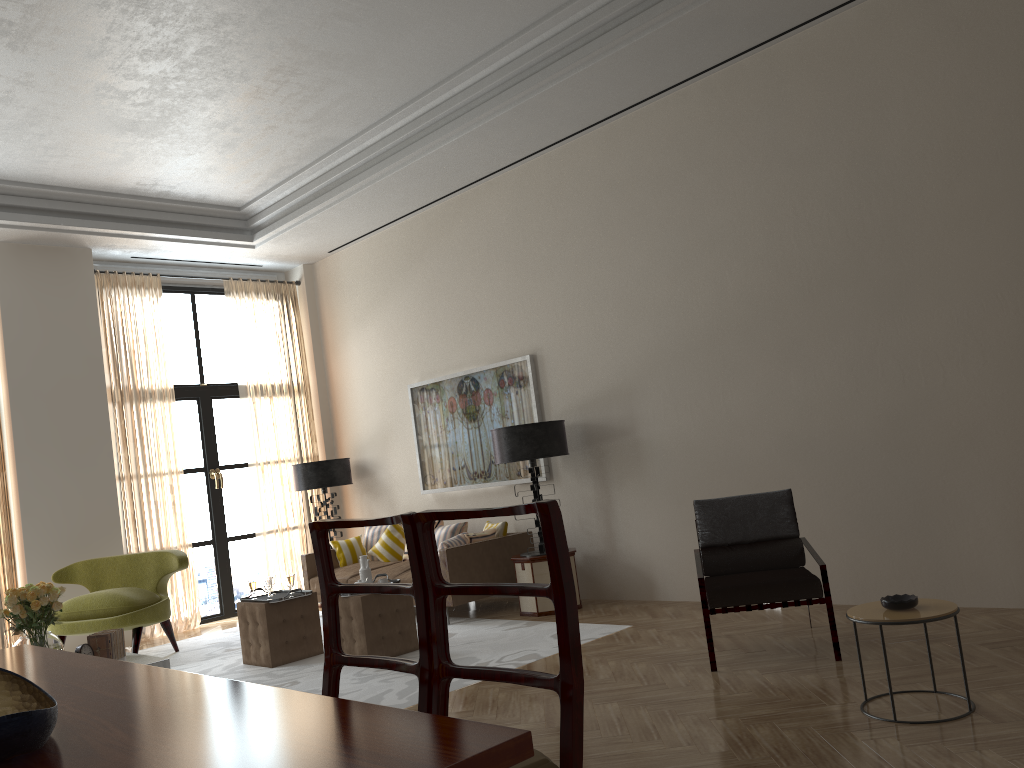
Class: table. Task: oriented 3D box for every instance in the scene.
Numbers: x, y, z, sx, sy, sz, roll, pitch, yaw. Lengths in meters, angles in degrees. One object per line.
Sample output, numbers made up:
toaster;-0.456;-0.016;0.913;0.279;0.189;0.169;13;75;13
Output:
table;2.192;1.515;4.896;0.584;0.546;0.585;-7;-4;-5
table;-4.028;2.693;7.655;1.582;0.342;1.504;-3;-7;-45
table;-1.840;1.617;2.692;1.798;1.025;3.811;-3;-7;-45

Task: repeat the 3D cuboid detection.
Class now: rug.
rug;-2.831;2.725;8.242;5.513;0.065;5.748;-3;-7;-45

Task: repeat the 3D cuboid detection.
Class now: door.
door;-4.279;0.951;12.639;3.083;4.759;0.240;-4;-5;-45

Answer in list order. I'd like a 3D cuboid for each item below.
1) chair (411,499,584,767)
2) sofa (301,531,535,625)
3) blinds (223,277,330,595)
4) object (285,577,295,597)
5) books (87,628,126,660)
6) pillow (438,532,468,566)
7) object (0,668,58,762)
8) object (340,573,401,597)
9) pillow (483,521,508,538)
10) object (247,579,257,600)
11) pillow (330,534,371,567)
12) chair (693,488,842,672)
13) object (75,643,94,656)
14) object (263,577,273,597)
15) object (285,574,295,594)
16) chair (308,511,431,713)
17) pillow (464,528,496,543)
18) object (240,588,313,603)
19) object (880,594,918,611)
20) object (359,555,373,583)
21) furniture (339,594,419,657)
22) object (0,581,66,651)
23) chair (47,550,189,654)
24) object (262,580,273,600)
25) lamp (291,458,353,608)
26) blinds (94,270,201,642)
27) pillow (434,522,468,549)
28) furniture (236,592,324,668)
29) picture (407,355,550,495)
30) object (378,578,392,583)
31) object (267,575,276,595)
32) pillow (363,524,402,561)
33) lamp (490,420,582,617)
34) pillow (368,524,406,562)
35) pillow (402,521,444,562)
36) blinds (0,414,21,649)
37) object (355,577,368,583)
chair;-0.252;1.140;2.530;0.877;1.503;0.658;-4;-5;-45
sofa;-1.217;2.384;10.959;1.350;0.818;2.988;-3;-7;-45
blinds;-3.452;0.874;13.144;1.240;4.865;0.419;-4;-5;-43
object;-2.159;1.985;8.652;0.098;0.191;0.098;-4;-5;-45
books;-3.680;2.378;8.047;0.210;0.264;0.282;-8;-4;5
pillow;-0.689;1.903;9.909;0.327;0.427;0.498;-10;-5;33
object;-1.510;0.957;2.565;0.330;0.164;1.087;-4;-6;-34
object;-1.342;1.903;8.414;0.441;0.101;0.721;-8;-5;9
pillow;-0.232;1.861;10.438;0.296;0.475;0.517;-6;-5;-23
object;-2.601;2.068;8.914;0.098;0.191;0.098;-10;-4;28
pillow;-2.145;2.254;11.841;0.482;0.432;0.319;-5;-5;-35
chair;1.846;1.421;6.689;0.878;1.133;1.136;-8;-4;10
object;-3.765;2.394;7.812;0.082;0.208;0.205;-8;-4;6
object;-2.453;2.052;8.960;0.098;0.191;0.098;-4;-5;-45
object;-2.233;2.024;8.969;0.098;0.191;0.098;-6;-4;-19
chair;-0.708;1.242;2.982;0.877;1.503;0.658;-4;-5;-45
pillow;-0.404;1.889;10.139;0.304;0.411;0.464;-11;-6;43
object;-2.357;2.088;8.842;0.490;0.091;0.804;-3;-7;-45
object;2.150;1.214;4.916;0.192;0.063;0.193;-6;-5;-22
object;-1.422;1.818;8.595;0.113;0.304;0.126;-7;-4;-8
furniture;-1.317;2.257;8.374;0.613;0.615;0.615;-3;-6;-45
object;-4.077;2.123;7.634;0.628;0.820;0.539;-11;-5;41
chair;-4.445;2.538;9.801;1.792;1.211;1.030;-9;-4;13
object;-2.379;2.014;8.651;0.098;0.191;0.098;-6;-4;-19
lamp;-2.614;2.113;12.687;0.829;2.015;0.832;-4;-5;-40
blinds;-4.858;0.936;11.759;0.959;4.865;0.420;-4;-5;-43
pillow;-0.822;2.031;11.059;0.661;0.564;0.370;-11;-6;40
furniture;-2.310;2.431;8.828;0.613;0.615;0.615;-3;-6;-45
picture;-0.478;0.565;11.104;2.273;1.478;0.080;-12;-6;44
object;-1.230;1.904;8.509;0.176;0.067;0.176;-12;-7;44
object;-2.463;2.066;9.102;0.098;0.191;0.098;-8;-4;2
pillow;-1.768;2.157;12.016;0.624;0.575;0.355;-10;-4;24
lamp;0.304;1.450;9.678;0.829;2.015;0.832;-4;-5;-44
pillow;-1.551;2.081;11.680;0.767;0.616;0.356;-8;-4;-1
pillow;-1.136;2.030;11.292;0.403;0.546;0.619;-4;-6;-41
blinds;-6.348;1.002;10.286;0.873;4.865;0.419;-4;-5;-42
object;-1.443;1.906;8.431;0.136;0.105;0.176;-12;-6;41
